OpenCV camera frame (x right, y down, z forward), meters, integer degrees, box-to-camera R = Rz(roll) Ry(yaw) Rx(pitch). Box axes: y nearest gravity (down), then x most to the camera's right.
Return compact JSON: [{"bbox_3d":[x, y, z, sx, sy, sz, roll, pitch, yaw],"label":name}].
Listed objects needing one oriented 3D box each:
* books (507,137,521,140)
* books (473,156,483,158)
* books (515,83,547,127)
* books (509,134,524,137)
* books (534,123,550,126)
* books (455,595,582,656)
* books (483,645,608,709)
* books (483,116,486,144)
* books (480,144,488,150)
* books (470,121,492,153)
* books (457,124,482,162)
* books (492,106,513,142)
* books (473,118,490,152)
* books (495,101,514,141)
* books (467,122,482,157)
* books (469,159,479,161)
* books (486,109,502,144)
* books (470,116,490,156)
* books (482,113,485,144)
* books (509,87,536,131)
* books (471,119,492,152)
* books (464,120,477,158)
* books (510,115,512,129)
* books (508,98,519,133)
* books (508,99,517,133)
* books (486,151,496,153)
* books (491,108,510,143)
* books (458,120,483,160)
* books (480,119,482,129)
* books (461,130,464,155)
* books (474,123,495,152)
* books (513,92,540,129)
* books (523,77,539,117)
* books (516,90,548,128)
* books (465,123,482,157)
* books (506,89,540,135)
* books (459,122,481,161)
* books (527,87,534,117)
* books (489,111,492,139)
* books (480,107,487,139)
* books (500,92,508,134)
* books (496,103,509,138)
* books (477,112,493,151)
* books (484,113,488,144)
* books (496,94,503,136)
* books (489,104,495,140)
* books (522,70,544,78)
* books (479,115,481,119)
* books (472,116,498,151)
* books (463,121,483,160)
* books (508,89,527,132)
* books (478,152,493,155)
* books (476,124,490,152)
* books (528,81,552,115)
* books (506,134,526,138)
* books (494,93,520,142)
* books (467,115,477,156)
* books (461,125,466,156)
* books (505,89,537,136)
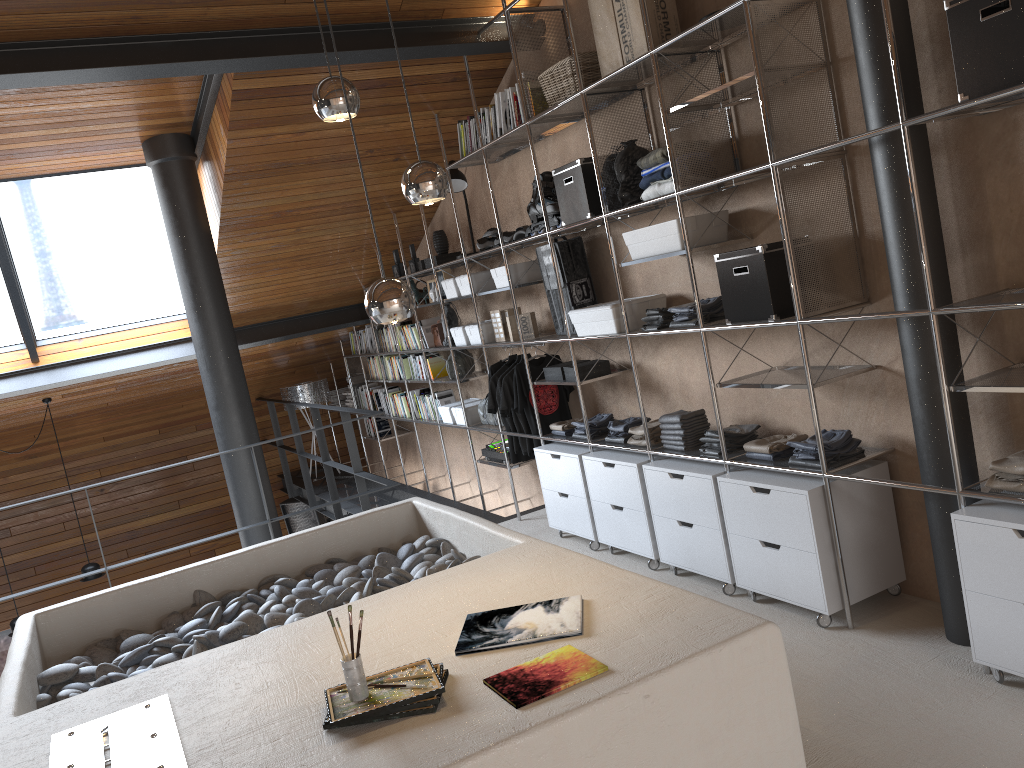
[{"bbox_3d":[-0.015,-1.506,5.082,0.137,0.197,0.063,-14,7,-26],"label":"books"},{"bbox_3d":[-0.214,-1.511,5.489,0.130,0.201,0.063,-14,7,-25],"label":"books"},{"bbox_3d":[0.107,-1.523,4.829,0.148,0.234,0.013,-14,7,-25],"label":"books"},{"bbox_3d":[0.020,-1.515,5.015,0.170,0.214,0.065,-14,6,-25],"label":"books"},{"bbox_3d":[0.124,-1.515,4.823,0.136,0.213,0.014,-14,7,-25],"label":"books"},{"bbox_3d":[0.026,0.676,2.500,0.347,0.019,0.260,-11,6,6],"label":"books"},{"bbox_3d":[0.079,0.704,2.145,0.251,0.013,0.188,-14,7,-25],"label":"books"},{"bbox_3d":[-0.113,-1.490,5.225,0.112,0.173,0.054,-14,7,-25],"label":"books"},{"bbox_3d":[-0.144,-1.490,5.289,0.112,0.173,0.054,-14,7,-25],"label":"books"},{"bbox_3d":[-0.188,-1.505,5.403,0.127,0.197,0.063,-14,7,-25],"label":"books"},{"bbox_3d":[-0.267,-1.524,5.581,0.148,0.229,0.073,-14,7,-25],"label":"books"},{"bbox_3d":[-0.049,-1.506,5.123,0.123,0.201,0.071,-14,7,-25],"label":"books"},{"bbox_3d":[-0.168,-1.504,5.355,0.127,0.197,0.063,-14,7,-25],"label":"books"},{"bbox_3d":[-0.033,-1.513,5.087,0.118,0.218,0.073,-14,7,-25],"label":"books"},{"bbox_3d":[-0.202,-1.513,5.468,0.146,0.208,0.071,-14,7,-25],"label":"books"},{"bbox_3d":[-0.240,-1.529,5.578,0.148,0.229,0.073,-14,7,-25],"label":"books"},{"bbox_3d":[-0.082,-1.508,5.188,0.131,0.202,0.068,-14,7,-25],"label":"books"},{"bbox_3d":[-0.187,-1.522,5.423,0.129,0.226,0.069,-14,7,-25],"label":"books"},{"bbox_3d":[-0.120,-1.499,5.227,0.111,0.194,0.059,-14,7,-25],"label":"books"},{"bbox_3d":[0.069,-1.522,4.894,0.148,0.234,0.033,-14,7,-25],"label":"books"},{"bbox_3d":[-0.179,-1.503,5.361,0.127,0.197,0.063,-14,7,-25],"label":"books"},{"bbox_3d":[-0.215,-1.524,5.502,0.161,0.228,0.080,-14,7,-25],"label":"books"},{"bbox_3d":[0.053,-1.511,4.940,0.137,0.197,0.063,-14,7,-26],"label":"books"},{"bbox_3d":[0.050,-1.528,4.956,0.148,0.229,0.073,-14,7,-25],"label":"books"},{"bbox_3d":[0.041,-1.500,4.949,0.131,0.178,0.057,-14,7,-26],"label":"books"},{"bbox_3d":[-0.173,-1.507,5.390,0.139,0.199,0.074,-14,7,-26],"label":"books"},{"bbox_3d":[-0.054,-1.503,5.140,0.126,0.194,0.064,-14,7,-25],"label":"books"},{"bbox_3d":[-0.239,-1.543,5.604,0.207,0.249,0.074,-14,7,-25],"label":"books"},{"bbox_3d":[-0.136,-1.488,5.263,0.111,0.171,0.056,-14,7,-25],"label":"books"},{"bbox_3d":[-0.250,-1.505,5.550,0.131,0.178,0.057,-14,7,-26],"label":"books"},{"bbox_3d":[-0.166,-1.489,5.346,0.119,0.169,0.058,-14,7,-25],"label":"books"},{"bbox_3d":[0.083,-1.504,4.871,0.143,0.199,0.054,-14,7,-25],"label":"books"},{"bbox_3d":[0.136,-1.517,4.728,0.129,0.231,0.010,-14,7,-25],"label":"books"},{"bbox_3d":[0.108,-1.511,4.845,0.148,0.206,0.014,-14,7,-26],"label":"books"},{"bbox_3d":[-0.218,-1.508,5.475,0.130,0.202,0.063,-14,7,-25],"label":"books"},{"bbox_3d":[0.064,-1.534,4.978,0.191,0.244,0.075,-14,7,-25],"label":"books"},{"bbox_3d":[-0.240,-1.527,5.564,0.169,0.229,0.077,-14,7,-25],"label":"books"},{"bbox_3d":[0.154,-1.494,4.723,0.131,0.181,0.014,-14,7,-25],"label":"books"},{"bbox_3d":[-0.069,-1.503,5.179,0.120,0.186,0.064,-14,7,-25],"label":"books"},{"bbox_3d":[-0.121,-1.516,5.238,0.122,0.227,0.076,-14,7,-25],"label":"books"},{"bbox_3d":[0.006,-1.522,4.977,0.148,0.229,0.073,-14,7,-25],"label":"books"},{"bbox_3d":[-0.010,-1.513,5.060,0.155,0.212,0.073,-14,7,-25],"label":"books"},{"bbox_3d":[-0.135,-1.518,5.314,0.161,0.220,0.074,-14,7,-25],"label":"books"},{"bbox_3d":[-0.096,-1.503,5.215,0.138,0.189,0.065,-14,7,-25],"label":"books"},{"bbox_3d":[-0.015,-1.522,5.019,0.148,0.229,0.073,-14,7,-25],"label":"books"},{"bbox_3d":[-0.064,-1.513,5.148,0.133,0.215,0.070,-14,7,-25],"label":"books"},{"bbox_3d":[0.142,-1.539,4.748,0.143,0.268,0.020,-14,7,-25],"label":"books"},{"bbox_3d":[-0.138,-1.501,5.279,0.111,0.194,0.059,-14,7,-25],"label":"books"},{"bbox_3d":[-0.154,-1.520,5.382,0.177,0.214,0.064,-14,7,-25],"label":"books"},{"bbox_3d":[-0.227,-1.526,5.526,0.148,0.229,0.073,-14,7,-25],"label":"books"},{"bbox_3d":[0.055,-1.520,4.913,0.148,0.232,0.053,-14,7,-25],"label":"books"},{"bbox_3d":[-0.179,-1.511,5.419,0.130,0.201,0.063,-14,7,-25],"label":"books"},{"bbox_3d":[-0.151,-1.508,5.329,0.125,0.204,0.072,-14,7,-25],"label":"books"},{"bbox_3d":[0.161,-1.505,4.708,0.129,0.203,0.021,-14,7,-25],"label":"books"},{"bbox_3d":[0.015,-1.515,5.024,0.164,0.214,0.066,-14,7,-25],"label":"books"},{"bbox_3d":[-0.026,-1.539,5.102,0.143,0.264,0.088,-14,7,-25],"label":"books"},{"bbox_3d":[-0.198,-1.526,5.434,0.143,0.233,0.081,-14,7,-26],"label":"books"},{"bbox_3d":[-0.240,-1.518,5.538,0.149,0.202,0.067,-14,7,-26],"label":"books"},{"bbox_3d":[0.054,-1.536,4.987,0.191,0.249,0.077,-14,7,-25],"label":"books"}]
